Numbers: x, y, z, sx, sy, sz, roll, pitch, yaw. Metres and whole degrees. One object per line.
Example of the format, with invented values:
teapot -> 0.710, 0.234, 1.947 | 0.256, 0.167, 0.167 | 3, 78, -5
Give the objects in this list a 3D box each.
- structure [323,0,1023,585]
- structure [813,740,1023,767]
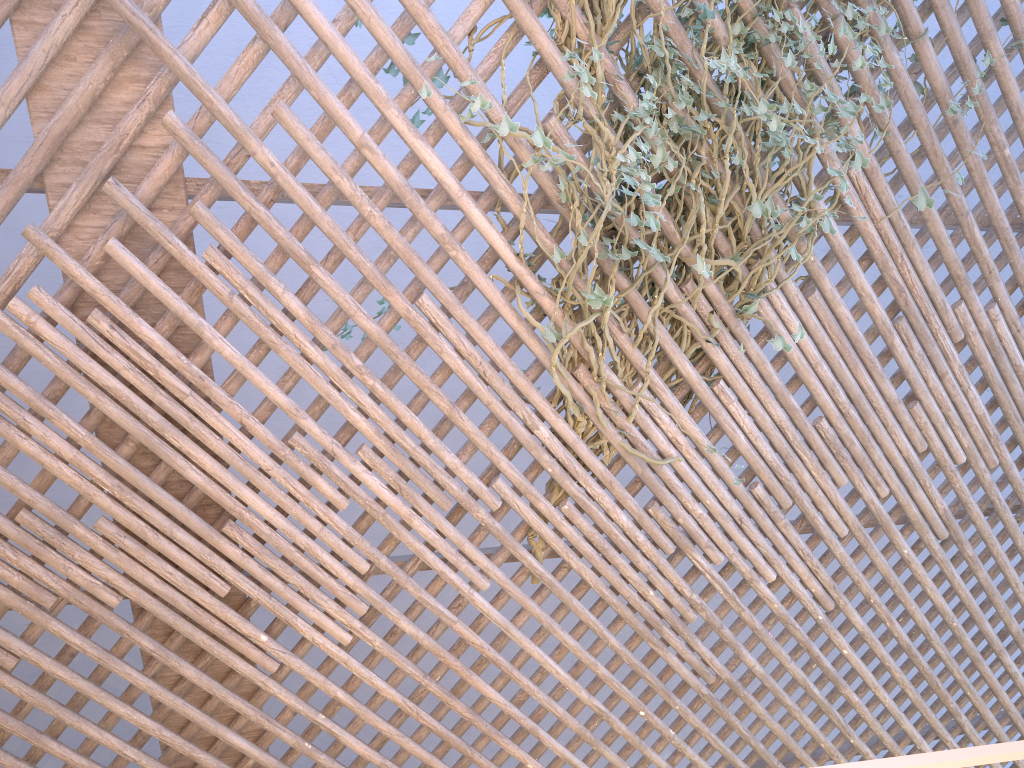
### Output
structure -> 0.690, -0.912, 1.826 | 2.338, 3.002, 0.660 | -5, 20, -19
structure -> -0.246, 0.607, 0.646 | 1.698, 0.625, 0.024 | -2, 21, -12
